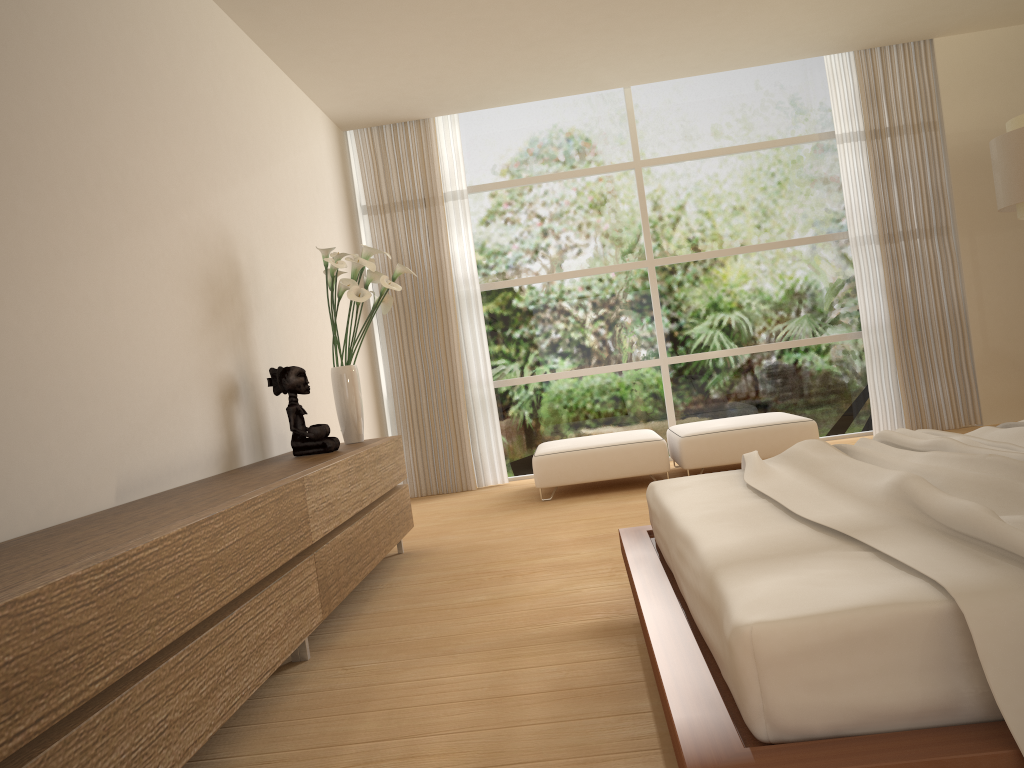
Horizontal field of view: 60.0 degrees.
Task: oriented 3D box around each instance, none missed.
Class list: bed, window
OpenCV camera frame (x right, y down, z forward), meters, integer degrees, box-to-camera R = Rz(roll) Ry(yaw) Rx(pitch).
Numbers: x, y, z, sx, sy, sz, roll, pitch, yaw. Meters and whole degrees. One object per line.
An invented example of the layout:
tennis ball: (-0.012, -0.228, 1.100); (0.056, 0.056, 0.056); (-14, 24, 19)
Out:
bed: (1.597, 0.405, 2.317); (2.535, 0.570, 2.599); (-8, 1, 4)
window: (1.177, -1.026, 7.549); (4.781, 3.371, 0.071); (-8, 1, 4)

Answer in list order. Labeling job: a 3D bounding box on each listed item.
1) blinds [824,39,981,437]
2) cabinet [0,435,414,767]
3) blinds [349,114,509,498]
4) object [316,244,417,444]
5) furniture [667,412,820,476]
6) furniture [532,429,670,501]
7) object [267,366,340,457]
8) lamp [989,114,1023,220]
blinds: (3.114, -1.275, 7.104); (0.814, 3.351, 0.202); (-8, 1, 3)
cabinet: (-0.999, 0.700, 3.226); (0.588, 0.662, 3.713); (-8, 1, 4)
blinds: (-0.721, -0.755, 7.424); (0.950, 3.352, 0.211); (-8, 1, 3)
object: (-0.791, -0.236, 4.841); (0.515, 1.085, 0.608); (-8, 1, -38)
furniture: (1.680, 0.444, 6.579); (0.965, 0.346, 0.964); (-8, 1, 4)
furniture: (0.656, 0.583, 6.650); (0.965, 0.346, 0.964); (-8, 1, 4)
object: (-1.022, 0.124, 4.370); (0.282, 0.453, 0.181); (-8, 1, 4)
lamp: (3.386, -0.613, 5.264); (0.817, 2.018, 0.817); (-9, 1, -43)
